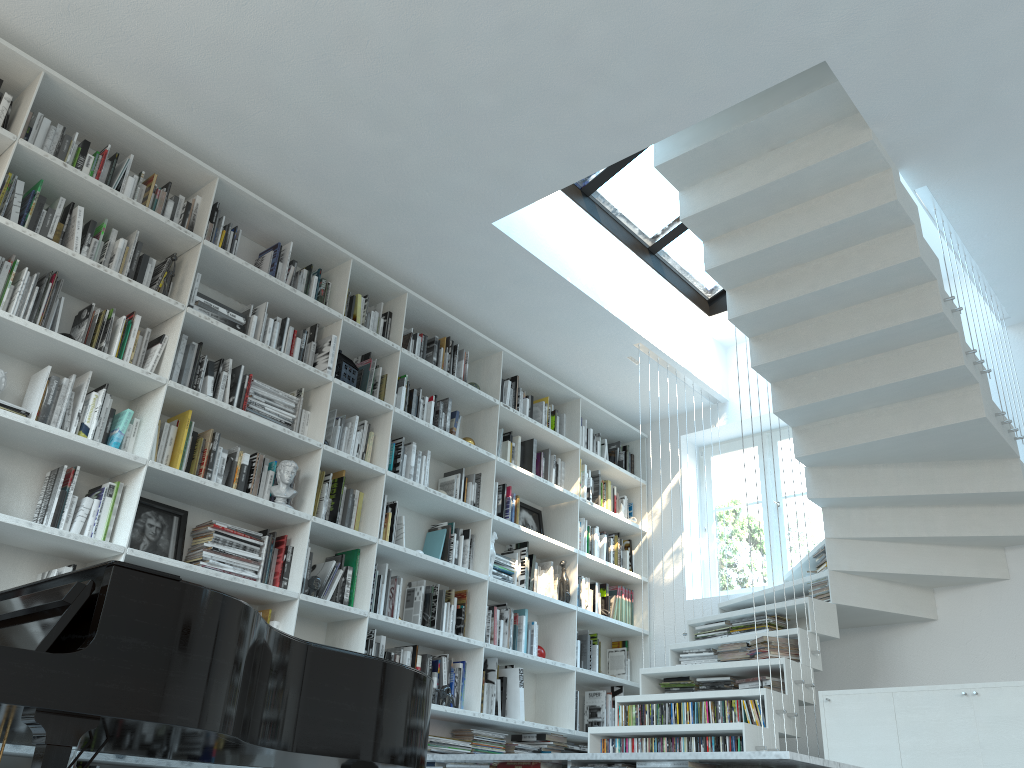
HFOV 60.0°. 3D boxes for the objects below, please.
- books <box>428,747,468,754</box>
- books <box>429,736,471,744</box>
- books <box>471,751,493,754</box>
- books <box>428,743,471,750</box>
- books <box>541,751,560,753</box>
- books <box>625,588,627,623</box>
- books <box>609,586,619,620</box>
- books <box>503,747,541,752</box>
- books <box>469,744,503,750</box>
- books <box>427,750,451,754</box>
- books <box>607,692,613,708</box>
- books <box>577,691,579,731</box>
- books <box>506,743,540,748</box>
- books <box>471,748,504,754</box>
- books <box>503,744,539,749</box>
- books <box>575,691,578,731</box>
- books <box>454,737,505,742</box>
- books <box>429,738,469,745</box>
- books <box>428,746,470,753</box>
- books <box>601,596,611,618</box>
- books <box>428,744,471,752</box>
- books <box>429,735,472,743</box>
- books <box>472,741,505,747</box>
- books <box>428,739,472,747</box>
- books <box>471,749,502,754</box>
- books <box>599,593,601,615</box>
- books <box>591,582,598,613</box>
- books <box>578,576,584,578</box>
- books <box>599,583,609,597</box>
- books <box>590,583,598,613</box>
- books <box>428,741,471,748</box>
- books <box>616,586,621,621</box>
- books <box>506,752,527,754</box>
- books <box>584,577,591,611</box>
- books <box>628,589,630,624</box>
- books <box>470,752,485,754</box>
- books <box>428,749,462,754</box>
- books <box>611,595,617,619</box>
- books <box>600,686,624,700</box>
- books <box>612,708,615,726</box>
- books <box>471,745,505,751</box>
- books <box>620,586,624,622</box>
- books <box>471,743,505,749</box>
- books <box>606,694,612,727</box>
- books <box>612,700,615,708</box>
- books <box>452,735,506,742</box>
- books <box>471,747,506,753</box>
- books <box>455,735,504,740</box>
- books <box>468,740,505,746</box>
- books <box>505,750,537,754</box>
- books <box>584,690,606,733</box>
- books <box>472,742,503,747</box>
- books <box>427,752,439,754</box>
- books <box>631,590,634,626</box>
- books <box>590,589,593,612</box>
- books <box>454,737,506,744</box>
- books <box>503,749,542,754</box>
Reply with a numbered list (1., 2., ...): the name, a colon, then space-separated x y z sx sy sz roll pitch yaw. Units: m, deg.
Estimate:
1. books: -0.411 1.939 4.685 0.195 0.008 0.309 -18 -34 37
2. books: -0.402 1.892 4.707 0.193 0.007 0.347 -17 -33 35
3. books: -0.190 2.049 4.914 0.161 0.007 0.255 -19 -34 37
4. books: -0.404 1.918 4.693 0.194 0.007 0.346 -20 -35 38
5. books: 0.169 2.187 5.248 0.283 0.010 0.169 -18 -33 36
6. books: 0.739 1.595 6.261 0.169 0.292 0.018 -18 -33 37
7. books: 0.661 1.555 6.185 0.169 0.290 0.073 -18 -33 37
8. books: 0.053 2.144 5.182 0.208 0.008 0.328 -20 -35 38
9. books: -0.192 2.018 4.929 0.161 0.005 0.255 -18 -34 37
10. books: -0.408 1.951 4.675 0.193 0.007 0.347 -17 -33 35
11. books: 0.599 2.161 5.768 0.141 0.286 0.047 -18 -33 37
12. books: 0.340 2.013 5.448 0.151 0.237 0.030 -18 -33 37
13. books: 0.054 2.124 5.192 0.206 0.007 0.369 -20 -35 38
14. books: -0.190 2.036 4.920 0.161 0.007 0.255 -19 -34 37
15. books: 0.060 2.128 5.183 0.206 0.007 0.369 -15 -32 32
16. books: 0.327 2.007 5.431 0.183 0.232 0.014 -18 -33 37
17. books: -0.182 1.983 4.942 0.161 0.005 0.255 -21 -36 40
18. books: -0.403 1.898 4.703 0.195 0.008 0.309 -20 -35 38
19. books: -0.399 1.929 4.682 0.309 0.008 0.195 26 -35 -38
20. books: 0.591 1.553 6.068 0.191 0.180 0.024 -18 -34 37
21. books: -0.402 1.924 4.688 0.193 0.007 0.347 -16 -33 34
22. books: -0.402 1.885 4.710 0.194 0.007 0.346 -20 -35 38
23. books: -0.190 2.003 4.935 0.160 0.005 0.286 -19 -34 37
24. books: -0.403 1.905 4.700 0.194 0.007 0.346 -20 -35 38
25. books: -0.183 2.040 4.912 0.159 0.007 0.286 -15 -32 32
26. books: 0.549 1.545 6.085 0.138 0.206 0.014 -18 -33 37
27. books: 0.508 1.487 6.033 0.171 0.258 0.029 -18 -33 37
28. books: 0.410 1.425 5.928 0.157 0.264 0.022 -18 -33 37
29. books: 0.589 1.526 6.122 0.170 0.276 0.026 -18 -33 37
30. books: 0.499 1.480 6.007 0.181 0.246 0.022 -18 -33 37
31. books: -0.397 1.909 4.691 0.193 0.007 0.347 -15 -32 32
32. books: 0.685 1.567 6.211 0.169 0.292 0.033 -18 -33 37
33. books: 0.052 2.165 5.172 0.208 0.008 0.328 -20 -35 38
34. books: 0.445 1.439 5.946 0.177 0.260 0.056 -18 -33 37
35. books: 0.763 1.609 6.285 0.169 0.292 0.018 -18 -33 37
36. books: -0.186 2.053 4.907 0.160 0.007 0.286 -16 -32 33
37. books: -0.401 1.942 4.674 0.195 0.008 0.309 -15 -32 32
38. books: 0.633 1.575 6.139 0.167 0.216 0.089 -18 -34 37
39. books: 0.651 2.153 5.800 0.185 0.334 0.010 -18 -33 37
40. books: 0.585 2.195 5.727 0.176 0.187 0.024 -18 -34 37
41. books: -0.191 2.025 4.928 0.160 0.007 0.286 -18 -34 37
42. books: 0.711 1.572 6.219 0.169 0.292 0.018 -18 -33 37
43. books: -0.189 2.012 4.928 0.160 0.005 0.286 -17 -33 35
44. books: 0.567 2.144 5.714 0.169 0.265 0.031 -18 -33 37
45. books: 0.619 2.195 5.784 0.141 0.242 0.024 -18 -33 37
46. books: -0.183 1.979 4.946 0.160 0.005 0.286 -16 -33 34
47. books: -0.190 2.030 4.924 0.160 0.007 0.286 -19 -34 37
48. books: -0.180 1.973 4.946 0.161 0.005 0.255 -15 -32 32
49. books: -0.190 1.998 4.937 0.160 0.005 0.286 -18 -33 36
50. books: 0.050 2.159 5.177 0.206 0.007 0.369 -18 -33 36
51. books: 0.534 2.117 5.684 0.160 0.283 0.012 -18 -33 37
52. books: -0.190 2.008 4.932 0.161 0.005 0.255 -18 -33 36
53. books: -0.409 1.957 4.671 0.195 0.008 0.309 -20 -35 38
54. books: 0.791 1.621 6.306 0.169 0.292 0.018 -18 -33 37
55. books: 0.468 1.485 5.957 0.170 0.188 0.023 -18 -34 37
56. books: -0.184 1.987 4.937 0.160 0.005 0.286 -16 -32 33
57. books: 0.059 2.150 5.173 0.328 0.008 0.208 26 -35 -38
